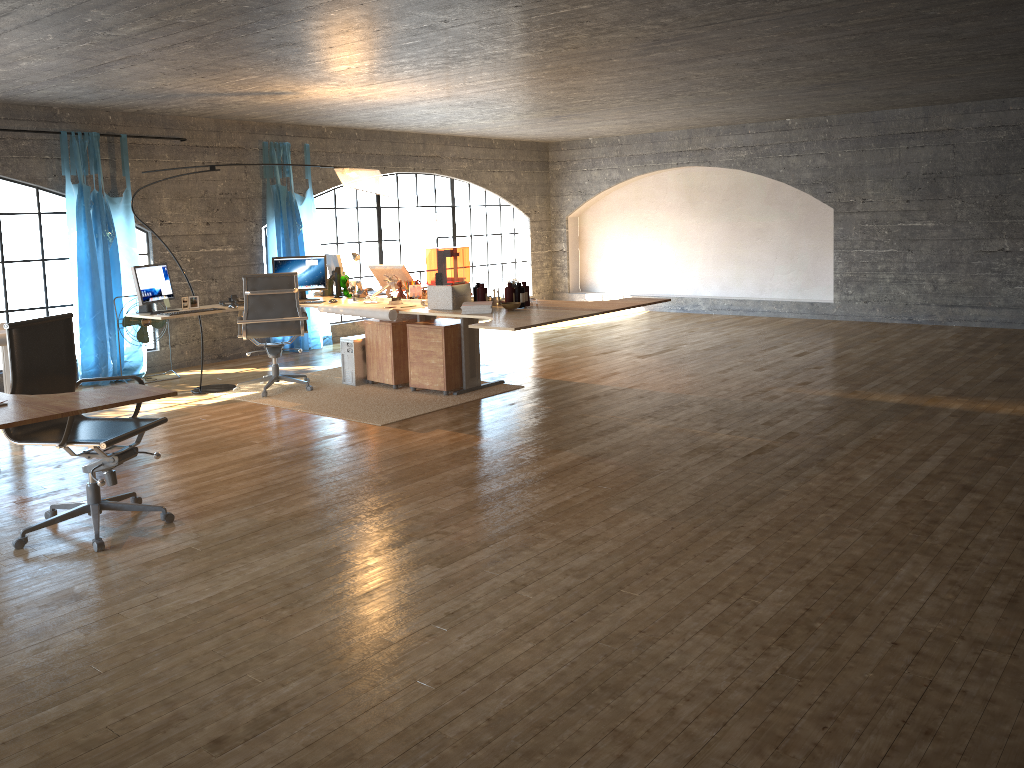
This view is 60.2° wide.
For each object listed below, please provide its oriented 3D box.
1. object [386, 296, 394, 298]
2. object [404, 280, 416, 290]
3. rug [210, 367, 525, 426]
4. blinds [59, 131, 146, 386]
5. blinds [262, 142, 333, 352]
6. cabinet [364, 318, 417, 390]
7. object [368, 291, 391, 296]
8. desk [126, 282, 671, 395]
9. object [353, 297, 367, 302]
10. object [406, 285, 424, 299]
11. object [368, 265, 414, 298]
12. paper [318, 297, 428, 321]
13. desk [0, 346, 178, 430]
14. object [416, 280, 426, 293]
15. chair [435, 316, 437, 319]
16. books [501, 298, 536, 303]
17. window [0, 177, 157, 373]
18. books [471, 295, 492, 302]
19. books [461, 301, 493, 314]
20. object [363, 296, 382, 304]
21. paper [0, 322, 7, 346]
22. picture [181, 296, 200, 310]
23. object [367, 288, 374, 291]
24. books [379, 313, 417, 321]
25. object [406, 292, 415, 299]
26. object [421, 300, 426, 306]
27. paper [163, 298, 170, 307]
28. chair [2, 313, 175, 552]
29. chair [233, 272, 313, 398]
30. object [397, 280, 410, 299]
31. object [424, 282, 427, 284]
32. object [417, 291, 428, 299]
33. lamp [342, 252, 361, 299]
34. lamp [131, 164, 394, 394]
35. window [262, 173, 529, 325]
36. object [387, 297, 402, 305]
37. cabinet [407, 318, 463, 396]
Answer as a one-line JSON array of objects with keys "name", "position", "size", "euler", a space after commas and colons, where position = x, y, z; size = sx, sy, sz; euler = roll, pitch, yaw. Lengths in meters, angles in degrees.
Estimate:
[{"name": "object", "position": [-1.062, -0.763, 7.727], "size": [0.097, 0.024, 0.108], "euler": [-9, 13, -36]}, {"name": "object", "position": [-0.858, -0.802, 7.482], "size": [0.100, 0.174, 0.106], "euler": [1, 8, 26]}, {"name": "rug", "position": [-1.252, 0.050, 7.416], "size": [2.209, 0.005, 1.615], "euler": [7, 14, 39]}, {"name": "blinds", "position": [-3.734, -1.153, 8.111], "size": [0.258, 2.275, 0.673], "euler": [2, 7, 34]}, {"name": "blinds", "position": [-2.352, -1.451, 9.765], "size": [0.863, 2.395, 0.262], "euler": [-7, 8, -42]}, {"name": "cabinet", "position": [-0.958, -0.280, 7.619], "size": [0.476, 0.566, 0.427], "euler": [-9, 10, -42]}, {"name": "object", "position": [-1.295, -0.851, 8.268], "size": [0.187, 0.011, 0.495], "euler": [-7, 12, -25]}, {"name": "desk", "position": [-0.705, -0.300, 7.248], "size": [3.482, 0.730, 3.289], "euler": [7, 14, 39]}, {"name": "object", "position": [-1.289, -0.725, 7.566], "size": [0.109, 0.022, 0.139], "euler": [-8, 12, -30]}, {"name": "object", "position": [-0.809, -0.762, 7.385], "size": [0.155, 0.134, 0.100], "euler": [-4, 8, -15]}, {"name": "object", "position": [-1.043, -0.894, 7.688], "size": [0.396, 0.297, 0.289], "euler": [3, 9, 30]}, {"name": "paper", "position": [-1.061, -0.609, 7.051], "size": [0.854, 0.112, 0.587], "euler": [7, 14, 39]}, {"name": "desk", "position": [-2.836, 0.260, 4.662], "size": [3.522, 0.731, 1.650], "euler": [7, 13, 40]}, {"name": "object", "position": [-0.794, -0.828, 7.628], "size": [0.105, 0.142, 0.105], "euler": [0, 7, 13]}, {"name": "chair", "position": [-0.945, -0.547, 8.261], "size": [0.685, 0.850, 0.660], "euler": [-2, 7, -4]}, {"name": "books", "position": [-0.026, -0.672, 7.014], "size": [0.319, 0.044, 0.310], "euler": [8, 15, 43]}, {"name": "window", "position": [-5.085, -0.518, 5.220], "size": [3.185, 1.849, 7.037], "euler": [-2, 10, 0]}, {"name": "books", "position": [-0.258, -0.655, 6.897], "size": [0.179, 0.069, 0.230], "euler": [-11, 14, -42]}, {"name": "books", "position": [-0.253, -0.552, 6.363], "size": [0.221, 0.057, 0.313], "euler": [-2, 11, 0]}, {"name": "object", "position": [-1.150, -0.699, 7.301], "size": [0.159, 0.063, 0.054], "euler": [-1, 8, 6]}, {"name": "paper", "position": [-3.673, -0.288, 5.811], "size": [0.584, 0.112, 0.859], "euler": [7, 14, 39]}, {"name": "picture", "position": [-2.679, -0.676, 7.333], "size": [0.032, 0.104, 0.160], "euler": [3, 10, 40]}, {"name": "object", "position": [-1.395, -0.922, 8.598], "size": [0.101, 0.033, 0.060], "euler": [-5, 10, -16]}, {"name": "books", "position": [-0.959, -0.613, 7.574], "size": [0.221, 0.109, 0.312], "euler": [6, 13, 40]}, {"name": "object", "position": [-0.859, -0.756, 7.491], "size": [0.077, 0.081, 0.077], "euler": [-7, 9, -32]}, {"name": "object", "position": [-0.704, -0.644, 6.987], "size": [0.022, 0.042, 0.136], "euler": [-3, 10, -13]}, {"name": "paper", "position": [-2.807, -0.660, 7.188], "size": [0.018, 0.073, 0.078], "euler": [-1, 8, 10]}, {"name": "chair", "position": [-1.993, 0.183, 4.189], "size": [0.684, 1.005, 0.660], "euler": [-1, 7, 9]}, {"name": "chair", "position": [-2.064, -0.445, 7.510], "size": [0.654, 1.005, 0.691], "euler": [-4, 7, -16]}, {"name": "object", "position": [-0.922, -0.789, 7.435], "size": [0.094, 0.176, 0.227], "euler": [-5, 9, -22]}, {"name": "object", "position": [-0.660, -0.758, 7.196], "size": [0.094, 0.187, 0.085], "euler": [-5, 7, -27]}, {"name": "object", "position": [-0.729, -0.760, 7.401], "size": [0.074, 0.119, 0.217], "euler": [-6, 10, -31]}, {"name": "lamp", "position": [-1.422, -0.967, 7.843], "size": [0.106, 0.405, 0.208], "euler": [-6, 8, -39]}, {"name": "lamp", "position": [-4.098, -0.830, 7.439], "size": [6.238, 1.917, 0.389], "euler": [-3, 6, -5]}, {"name": "window", "position": [-3.462, -1.142, 8.182], "size": [3.917, 1.831, 12.390], "euler": [1, 11, 18]}, {"name": "object", "position": [-0.950, -0.676, 7.165], "size": [0.049, 0.055, 0.131], "euler": [4, 12, 39]}, {"name": "cabinet", "position": [-0.571, -0.227, 7.275], "size": [0.428, 0.566, 0.430], "euler": [4, 9, 37]}]
